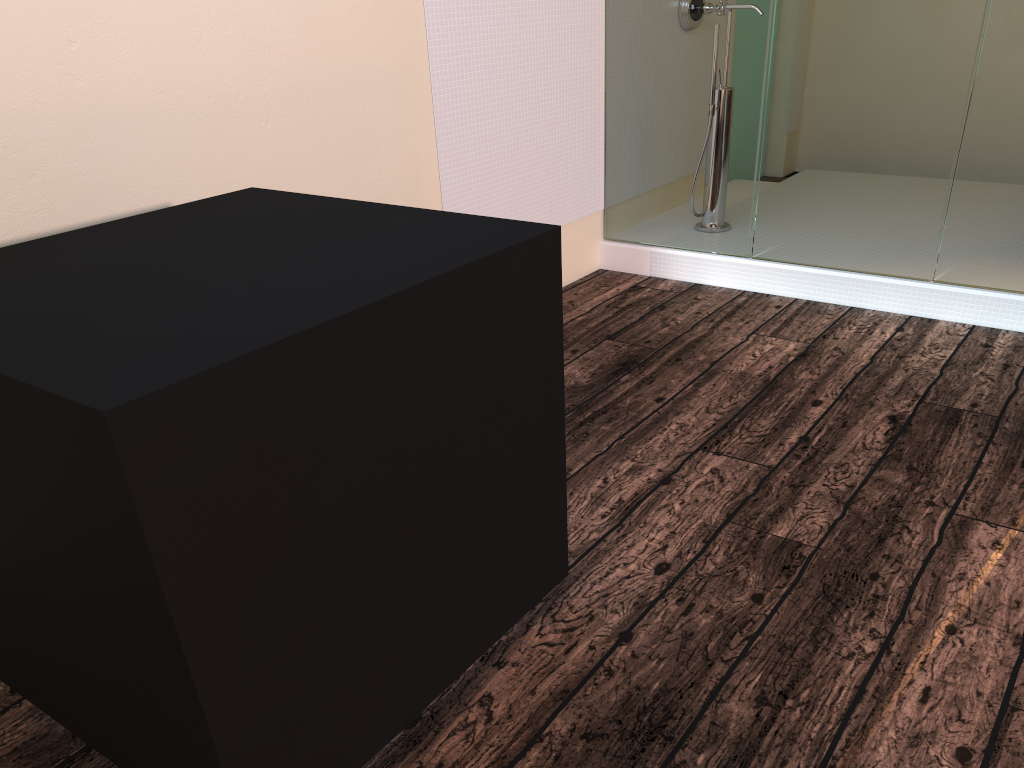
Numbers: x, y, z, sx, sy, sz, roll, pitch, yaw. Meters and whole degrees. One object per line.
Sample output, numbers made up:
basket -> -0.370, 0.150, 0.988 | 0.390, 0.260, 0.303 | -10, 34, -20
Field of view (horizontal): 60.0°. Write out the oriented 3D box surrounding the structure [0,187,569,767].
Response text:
structure -> -0.473, 0.163, 1.627 | 0.796, 0.875, 0.859 | 16, 33, 32
